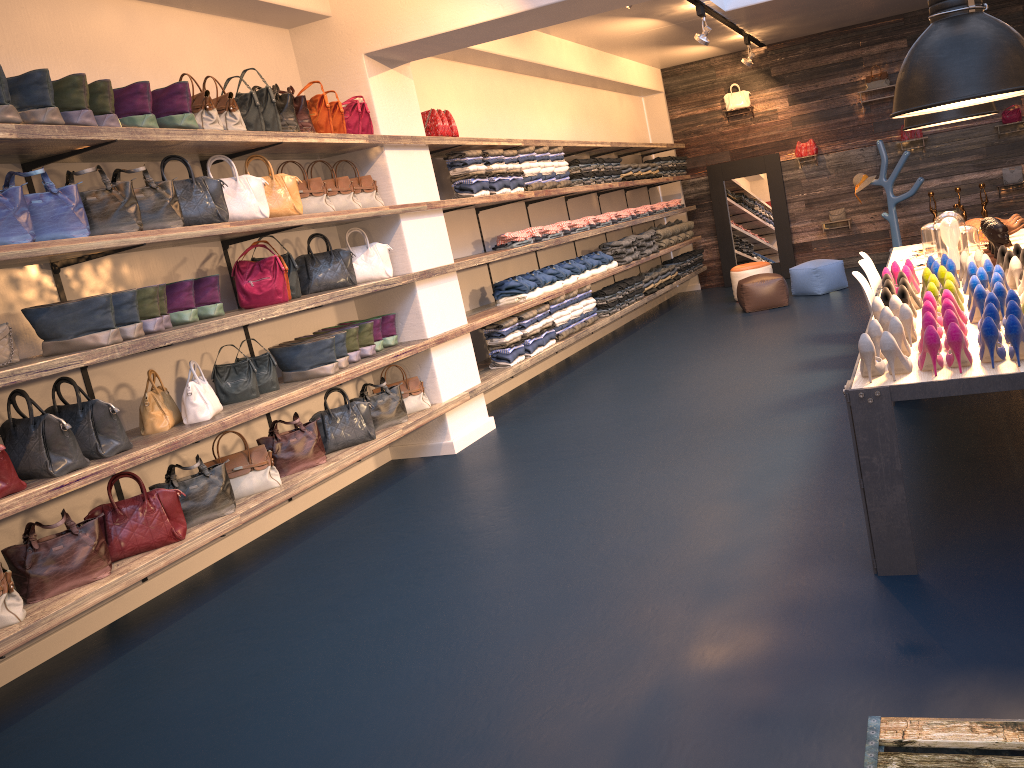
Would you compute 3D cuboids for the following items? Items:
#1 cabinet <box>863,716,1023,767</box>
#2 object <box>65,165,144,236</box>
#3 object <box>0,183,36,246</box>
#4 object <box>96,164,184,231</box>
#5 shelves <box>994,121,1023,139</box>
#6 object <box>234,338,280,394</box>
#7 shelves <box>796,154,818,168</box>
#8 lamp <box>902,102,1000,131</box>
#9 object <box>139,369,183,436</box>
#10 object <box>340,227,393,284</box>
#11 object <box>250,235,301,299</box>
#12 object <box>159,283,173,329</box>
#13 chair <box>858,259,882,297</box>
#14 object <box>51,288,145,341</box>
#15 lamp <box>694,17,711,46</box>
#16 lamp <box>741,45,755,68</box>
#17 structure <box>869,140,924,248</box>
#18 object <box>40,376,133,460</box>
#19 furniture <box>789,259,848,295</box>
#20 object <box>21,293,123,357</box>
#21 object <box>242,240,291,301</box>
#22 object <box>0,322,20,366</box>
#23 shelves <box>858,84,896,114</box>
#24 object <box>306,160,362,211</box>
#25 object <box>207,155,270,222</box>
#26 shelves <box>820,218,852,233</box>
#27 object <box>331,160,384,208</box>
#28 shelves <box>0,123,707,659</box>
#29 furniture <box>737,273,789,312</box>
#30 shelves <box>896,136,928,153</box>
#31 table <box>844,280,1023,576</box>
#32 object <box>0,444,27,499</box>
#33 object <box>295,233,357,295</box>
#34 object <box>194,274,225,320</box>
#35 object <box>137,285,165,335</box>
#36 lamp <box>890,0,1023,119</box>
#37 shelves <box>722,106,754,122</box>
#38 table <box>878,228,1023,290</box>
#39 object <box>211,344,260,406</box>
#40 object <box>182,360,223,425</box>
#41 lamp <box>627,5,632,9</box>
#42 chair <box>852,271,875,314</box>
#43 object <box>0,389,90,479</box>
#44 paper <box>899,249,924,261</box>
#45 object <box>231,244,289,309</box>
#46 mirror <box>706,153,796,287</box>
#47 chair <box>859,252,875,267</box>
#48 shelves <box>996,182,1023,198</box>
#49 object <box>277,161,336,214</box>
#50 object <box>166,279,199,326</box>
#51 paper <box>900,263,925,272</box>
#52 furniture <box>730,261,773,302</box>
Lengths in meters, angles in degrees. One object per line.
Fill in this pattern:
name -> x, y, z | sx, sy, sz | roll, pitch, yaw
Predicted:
cabinet -> 1.596, 0.908, 0.695 | 2.580, 0.545, 0.810 | -3, 13, 37
object -> -1.938, -0.841, 4.032 | 0.391, 0.337, 0.209 | -13, 9, -12
object -> -2.186, -0.696, 3.573 | 0.408, 0.303, 0.173 | -18, 11, -36
object -> -1.824, -0.904, 4.265 | 0.404, 0.337, 0.202 | -16, 10, -26
shelves -> 7.067, -3.587, 12.233 | 0.467, 0.183, 0.214 | -7, 10, 21
object -> -1.472, -0.096, 4.968 | 0.251, 0.327, 0.102 | -15, 9, -22
shelves -> 4.468, -3.359, 13.107 | 0.287, 0.156, 0.261 | -6, 11, 23
lamp -> 3.111, -2.755, 6.390 | 0.757, 1.639, 0.646 | -16, 10, -30
object -> -1.796, 0.077, 4.381 | 0.159, 0.307, 0.333 | -12, 9, -5
object -> -1.039, -0.891, 5.997 | 0.455, 0.384, 0.180 | -15, 9, -24
object -> -1.466, -0.704, 5.314 | 0.303, 0.408, 0.132 | -13, 9, -9
object -> -1.930, -0.358, 4.397 | 0.416, 0.234, 0.179 | -10, 9, 1
chair -> 3.064, -0.612, 6.835 | 0.504, 0.797, 0.503 | -6, 10, 31
object -> -1.921, -0.294, 4.028 | 0.425, 0.231, 0.175 | -12, 9, -6
lamp -> 2.080, -3.833, 9.474 | 0.193, 0.326, 0.226 | -15, 10, -21
lamp -> 3.254, -4.500, 11.958 | 0.193, 0.326, 0.226 | -15, 10, -21
structure -> 5.272, -2.469, 11.972 | 0.189, 1.799, 0.885 | -18, 11, -38
object -> -1.944, 0.147, 3.916 | 0.409, 0.384, 0.201 | -9, 9, 14
furniture -> 3.991, -1.411, 11.336 | 0.699, 0.421, 0.602 | -16, 11, -27
object -> -1.942, -0.259, 3.858 | 0.414, 0.231, 0.180 | -10, 9, 3
object -> -1.488, -0.660, 5.166 | 0.208, 0.383, 0.275 | -2, 13, 45
object -> -2.205, -0.143, 3.584 | 0.095, 0.175, 0.294 | -3, 12, 44
shelves -> 5.350, -4.140, 12.647 | 0.527, 0.315, 0.260 | -7, 10, 21
object -> -1.225, -1.292, 5.715 | 0.412, 0.365, 0.166 | -16, 10, -27
object -> -1.577, -1.082, 4.831 | 0.460, 0.384, 0.178 | -16, 10, -30
shelves -> 4.926, -2.405, 13.170 | 0.426, 0.143, 0.261 | -6, 11, 21
object -> -1.112, -1.356, 5.953 | 0.412, 0.365, 0.166 | -16, 10, -27
shelves -> 2.496, -0.938, 4.681 | 8.124, 2.218, 17.952 | -5, 11, 25
furniture -> 3.126, -1.166, 10.849 | 0.638, 0.421, 0.663 | -9, 10, 8
shelves -> 5.834, -3.454, 12.639 | 0.426, 0.209, 0.260 | -7, 10, 21
table -> 2.423, 0.001, 4.284 | 1.161, 0.737, 2.707 | -6, 11, 25
object -> -2.158, 0.273, 3.438 | 0.403, 0.384, 0.204 | -8, 9, 20
object -> -1.240, -0.805, 5.727 | 0.462, 0.384, 0.177 | -17, 10, -33
object -> -1.782, -0.452, 4.770 | 0.414, 0.234, 0.180 | -10, 9, 3
object -> -1.898, -0.330, 4.215 | 0.422, 0.234, 0.176 | -11, 9, -3
lamp -> 1.905, -2.070, 3.835 | 0.674, 1.639, 0.729 | -9, 9, 15
shelves -> 3.472, -4.120, 13.269 | 0.426, 0.156, 0.260 | -6, 11, 21
table -> 3.556, -0.642, 6.680 | 1.161, 0.737, 2.707 | -6, 11, 25
object -> -1.542, -0.055, 4.812 | 0.251, 0.327, 0.102 | -15, 9, -22
object -> -1.626, 0.028, 4.484 | 0.159, 0.307, 0.333 | -12, 9, -5
lamp -> 0.914, -3.172, 7.008 | 0.257, 0.326, 0.170 | -15, 9, -22
chair -> 2.766, -0.444, 6.208 | 0.514, 0.797, 0.495 | -8, 10, 22
object -> -2.026, 0.201, 3.699 | 0.400, 0.384, 0.205 | -7, 10, 22
paper -> 3.385, -1.072, 7.083 | 0.308, 0.014, 0.782 | -3, 12, 33
object -> -1.468, -0.626, 5.025 | 0.269, 0.360, 0.200 | -19, 11, -40
mirror -> 3.737, -2.538, 13.534 | 1.092, 1.909, 0.284 | -8, 9, 20
chair -> 3.328, -0.779, 7.483 | 0.514, 0.797, 0.495 | -8, 10, 22
shelves -> 7.154, -2.768, 12.361 | 0.426, 0.182, 0.260 | -7, 10, 21
object -> -1.349, -1.221, 5.452 | 0.412, 0.365, 0.166 | -16, 10, -27
object -> -1.857, -0.402, 4.571 | 0.422, 0.234, 0.176 | -11, 9, -3
paper -> 3.128, -0.892, 6.353 | 0.778, 0.014, 0.310 | -15, 12, -27
furniture -> 3.276, -1.400, 11.813 | 0.543, 0.478, 0.621 | -6, 11, 26
